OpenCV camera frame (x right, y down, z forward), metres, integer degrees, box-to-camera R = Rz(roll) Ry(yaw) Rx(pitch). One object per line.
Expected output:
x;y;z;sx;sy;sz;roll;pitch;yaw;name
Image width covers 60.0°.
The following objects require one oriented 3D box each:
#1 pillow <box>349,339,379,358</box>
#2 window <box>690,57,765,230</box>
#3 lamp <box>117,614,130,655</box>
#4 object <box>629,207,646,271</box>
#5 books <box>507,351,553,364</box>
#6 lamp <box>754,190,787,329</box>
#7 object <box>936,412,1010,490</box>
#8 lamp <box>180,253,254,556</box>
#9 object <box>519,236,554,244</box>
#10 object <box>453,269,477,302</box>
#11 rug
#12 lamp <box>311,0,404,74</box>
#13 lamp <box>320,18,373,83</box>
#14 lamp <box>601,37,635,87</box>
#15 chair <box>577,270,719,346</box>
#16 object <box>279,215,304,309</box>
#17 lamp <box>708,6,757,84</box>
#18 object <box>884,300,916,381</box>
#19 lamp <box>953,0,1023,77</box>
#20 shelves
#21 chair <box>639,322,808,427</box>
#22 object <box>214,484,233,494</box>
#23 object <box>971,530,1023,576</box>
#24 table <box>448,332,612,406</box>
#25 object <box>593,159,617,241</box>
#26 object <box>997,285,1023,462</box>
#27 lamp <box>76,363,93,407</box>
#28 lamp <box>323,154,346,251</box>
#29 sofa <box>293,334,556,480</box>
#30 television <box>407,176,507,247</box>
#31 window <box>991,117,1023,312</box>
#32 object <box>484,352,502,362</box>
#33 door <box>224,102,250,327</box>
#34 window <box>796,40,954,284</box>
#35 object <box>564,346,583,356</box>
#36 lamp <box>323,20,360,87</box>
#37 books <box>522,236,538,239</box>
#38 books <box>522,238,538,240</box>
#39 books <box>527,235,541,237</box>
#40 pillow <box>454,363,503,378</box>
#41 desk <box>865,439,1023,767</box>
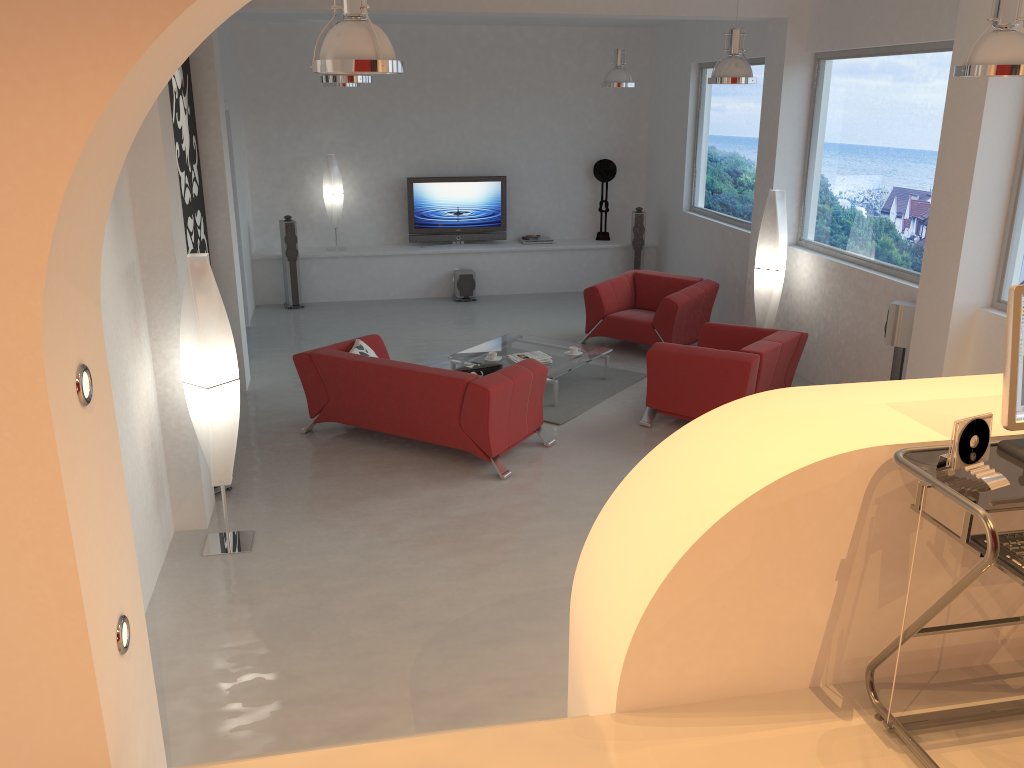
-1.158;-0.154;7.168;0.288;0.343;0.402;-1;18;-3;pillow
2.580;-2.733;10.081;0.100;1.800;2.400;-3;18;-10;window
-1.034;0.667;2.363;0.011;0.105;0.105;-3;18;-10;lamp
1.725;-1.841;12.212;0.255;1.184;0.273;1;18;4;object
0.166;-0.237;8.187;0.367;0.035;0.345;-7;19;-20;books
2.472;-0.961;8.543;0.313;1.779;0.313;-6;19;-18;lamp
1.126;0.155;2.149;0.133;0.147;0.151;-9;20;-26;object
-1.738;0.133;5.175;0.313;1.779;0.313;-1;18;-3;lamp
0.340;-2.033;12.519;0.430;0.045;0.352;-3;18;-10;object
-0.637;-1.325;11.933;0.336;0.374;0.337;-3;18;-10;object
0.174;-0.021;8.511;1.700;0.025;1.700;12;21;32;rug
-0.638;-1.673;3.564;0.379;0.800;0.379;-14;23;-37;lamp
-1.209;-2.584;6.365;0.379;0.800;0.379;-6;19;-17;lamp
1.174;-3.670;9.711;0.379;0.800;0.379;10;20;27;lamp
1.490;-0.767;9.630;1.288;0.738;0.951;14;23;37;chair
-2.838;-1.570;11.375;0.255;1.184;0.273;-9;20;-25;object
1.745;-2.760;6.910;0.379;0.800;0.379;6;19;17;lamp
2.999;-0.082;6.918;0.229;1.112;0.214;17;24;41;object
2.316;-1.850;4.109;0.379;0.800;0.379;-14;23;-37;lamp
-0.720;-1.882;12.229;5.500;0.050;0.650;-3;18;-10;shelves
1.798;-0.074;7.498;0.951;0.738;1.288;14;23;37;chair
-2.080;0.224;5.973;0.214;1.112;0.229;12;21;32;object
1.361;0.377;2.041;0.526;0.015;0.215;-3;18;-10;object
0.181;-0.162;8.475;1.162;0.286;1.097;12;21;32;table
1.302;-2.600;12.533;0.331;1.130;0.108;4;19;13;object
1.440;-0.024;2.208;0.458;0.452;0.230;-3;18;-10;object
-1.033;0.002;2.147;0.011;0.105;0.105;-3;18;-10;lamp
-2.362;-2.407;11.759;0.263;1.239;0.263;-6;19;-18;lamp
-0.707;0.092;6.985;1.929;0.738;0.951;10;20;27;sofa
-0.747;-2.377;12.187;1.356;0.919;0.343;-3;18;-10;television
3.646;-1.034;4.852;0.100;1.800;2.400;-3;18;-10;window
-0.175;-0.254;8.184;0.153;0.069;0.153;5;19;15;object
-3.103;-1.673;9.481;0.240;2.550;1.600;-3;18;-10;door
3.113;-1.884;7.467;0.100;1.800;2.400;-3;18;-10;window
0.579;-0.311;8.359;0.153;0.069;0.153;-17;24;-42;object
-1.780;-3.494;9.166;0.379;0.800;0.379;-5;19;-14;lamp
0.252;-2.062;12.466;0.190;0.015;0.135;-10;21;-29;books
0.253;-2.047;12.468;0.135;0.015;0.190;17;24;41;books
0.303;-2.078;12.466;0.190;0.015;0.135;0;18;-1;books
-0.288;-0.002;6.703;0.402;0.343;0.288;-6;19;-18;pillow
1.573;0.557;2.291;1.158;0.723;0.523;-3;18;-10;desk
